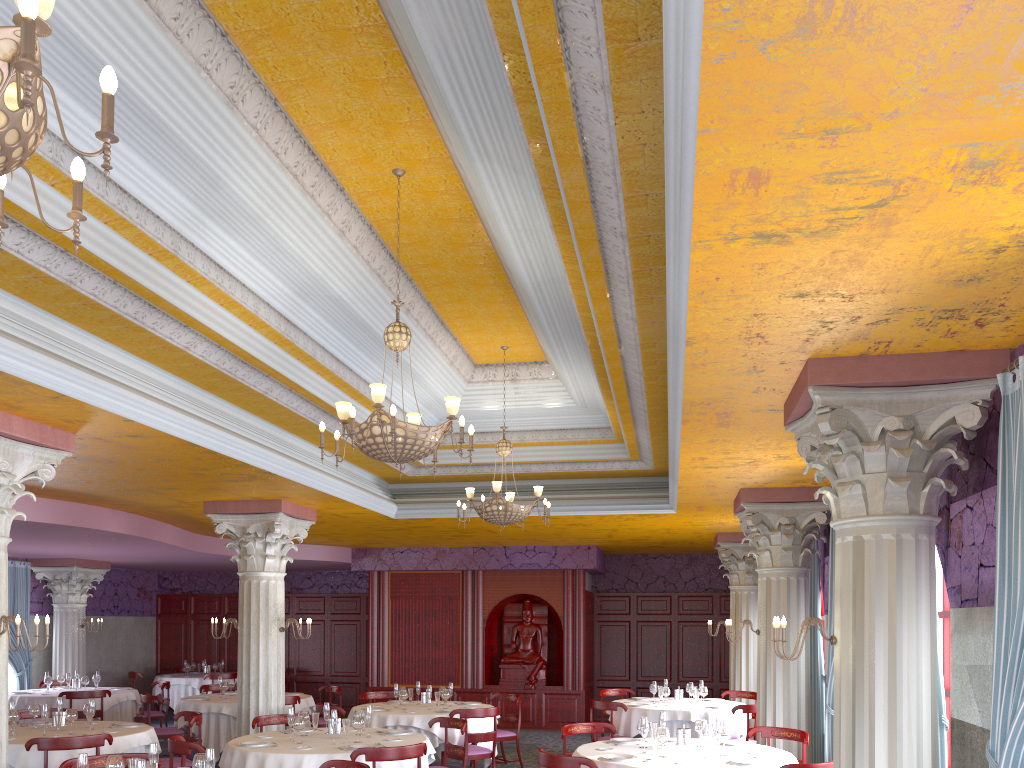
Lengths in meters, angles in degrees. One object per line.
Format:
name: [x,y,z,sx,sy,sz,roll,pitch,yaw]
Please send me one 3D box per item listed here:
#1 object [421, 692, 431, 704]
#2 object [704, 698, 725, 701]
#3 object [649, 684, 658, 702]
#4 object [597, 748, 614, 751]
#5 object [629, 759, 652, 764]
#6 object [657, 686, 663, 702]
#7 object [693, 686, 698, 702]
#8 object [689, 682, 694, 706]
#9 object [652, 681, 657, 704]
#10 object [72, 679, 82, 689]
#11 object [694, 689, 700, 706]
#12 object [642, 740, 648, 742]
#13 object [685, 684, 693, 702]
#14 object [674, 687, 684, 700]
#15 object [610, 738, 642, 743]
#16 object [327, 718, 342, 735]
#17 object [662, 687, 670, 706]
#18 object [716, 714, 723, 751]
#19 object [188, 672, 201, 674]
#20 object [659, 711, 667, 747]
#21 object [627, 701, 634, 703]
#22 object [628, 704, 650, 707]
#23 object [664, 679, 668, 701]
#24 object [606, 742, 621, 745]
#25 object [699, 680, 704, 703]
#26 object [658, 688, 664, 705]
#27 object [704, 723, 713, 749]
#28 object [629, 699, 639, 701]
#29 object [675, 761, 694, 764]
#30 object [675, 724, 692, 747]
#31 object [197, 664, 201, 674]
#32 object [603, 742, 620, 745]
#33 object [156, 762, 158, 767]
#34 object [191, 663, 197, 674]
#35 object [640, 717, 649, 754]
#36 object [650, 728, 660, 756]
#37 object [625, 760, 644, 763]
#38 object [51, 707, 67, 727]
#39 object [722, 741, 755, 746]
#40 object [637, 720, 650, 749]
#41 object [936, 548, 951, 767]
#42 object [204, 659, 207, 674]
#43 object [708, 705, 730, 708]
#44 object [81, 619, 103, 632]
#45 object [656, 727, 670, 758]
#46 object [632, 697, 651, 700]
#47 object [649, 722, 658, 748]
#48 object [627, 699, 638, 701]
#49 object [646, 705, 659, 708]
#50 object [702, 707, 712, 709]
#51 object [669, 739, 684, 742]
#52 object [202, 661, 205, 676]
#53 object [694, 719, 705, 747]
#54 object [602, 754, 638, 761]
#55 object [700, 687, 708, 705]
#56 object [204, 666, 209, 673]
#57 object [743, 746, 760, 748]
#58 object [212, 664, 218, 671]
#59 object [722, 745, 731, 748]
object: [-1.198,4.363,11.966,0.144,0.209,0.072,1,-2,-9]
object: [3.065,4.795,12.994,0.313,0.024,0.324,-3,-16,10]
object: [2.113,4.618,12.794,0.122,0.261,0.124,-1,-4,24]
object: [0.873,3.397,7.964,0.159,0.009,0.164,-3,-16,10]
object: [1.081,3.197,7.261,0.259,0.019,0.056,9,-17,-30]
object: [2.219,4.646,12.845,0.086,0.234,0.087,1,-2,-9]
object: [2.723,4.628,12.774,0.086,0.234,0.086,-1,-3,35]
object: [2.551,4.417,12.191,0.074,0.331,0.074,1,-2,-43]
object: [2.069,4.485,12.443,0.074,0.331,0.074,1,-2,-43]
object: [-7.324,5.023,14.412,0.144,0.209,0.072,1,-2,-9]
object: [2.652,4.487,12.270,0.086,0.234,0.087,1,-2,-9]
object: [1.289,3.564,8.567,0.028,0.013,0.238,9,-17,-33]
object: [2.672,4.644,12.880,0.122,0.261,0.124,0,-3,2]
object: [2.462,4.562,12.639,0.144,0.209,0.072,1,-2,-9]
object: [1.126,3.534,8.481,0.314,0.024,0.323,6,-16,-19]
object: [-1.803,3.454,8.703,0.144,0.209,0.072,1,-2,-9]
object: [2.200,4.463,12.235,0.122,0.261,0.124,1,-4,-21]
object: [1.931,3.240,7.968,0.074,0.331,0.074,0,-1,2]
object: [-7.188,6.546,19.414,0.313,0.024,0.324,3,-16,-9]
object: [1.448,3.309,8.220,0.074,0.331,0.074,1,-1,-21]
object: [1.745,4.708,12.669,0.160,0.009,0.163,-9,-18,29]
object: [1.806,4.548,12.119,0.313,0.024,0.324,-3,-16,10]
object: [2.320,4.620,12.925,0.074,0.331,0.074,1,-2,-43]
object: [1.003,3.510,8.357,0.022,0.003,0.259,10,-19,-33]
object: [2.803,4.552,12.673,0.074,0.331,0.074,1,-2,-43]
object: [2.148,4.506,12.341,0.086,0.234,0.087,1,-2,-9]
object: [1.851,3.317,8.069,0.086,0.234,0.086,-1,-3,35]
object: [1.876,4.821,13.062,0.022,0.003,0.259,10,-19,-33]
object: [1.452,3.187,7.203,0.161,0.009,0.162,13,-20,-38]
object: [1.590,3.251,7.934,0.144,0.209,0.072,1,-2,-9]
object: [-6.967,6.347,19.073,0.086,0.234,0.087,1,-2,-9]
object: [0.973,3.495,8.333,0.055,0.019,0.264,8,-17,-28]
object: [-2.361,2.615,5.693,0.144,0.209,0.072,1,-2,-9]
object: [-7.072,6.319,19.022,0.123,0.261,0.123,3,-5,-43]
object: [1.196,3.174,7.737,0.074,0.331,0.074,0,-1,24]
object: [1.276,3.194,7.635,0.086,0.234,0.086,-1,-3,35]
object: [1.057,3.214,7.292,0.256,0.003,0.022,11,-19,-35]
object: [-4.890,3.594,9.245,0.144,0.209,0.072,1,-2,-9]
object: [2.193,3.484,8.289,0.313,0.024,0.324,-3,-16,10]
object: [1.241,3.307,8.088,0.122,0.261,0.124,-1,-4,24]
object: [3.765,2.143,7.389,0.160,2.495,3.678,0,-11,11]
object: [-6.865,6.321,19.153,0.074,0.331,0.074,0,-1,2]
object: [2.873,4.498,11.927,0.313,0.024,0.324,-3,-16,10]
object: [-6.206,4.770,15.250,5.744,1.170,0.355,-12,-9,38]
object: [1.327,3.152,7.530,0.122,0.261,0.124,1,-4,-21]
object: [1.998,4.845,13.186,0.313,0.024,0.324,-3,-16,10]
object: [1.347,3.335,8.140,0.086,0.234,0.087,0,-2,13]
object: [1.845,4.806,13.039,0.055,0.019,0.264,8,-17,-28]
object: [1.953,4.508,11.967,0.259,0.019,0.056,9,-17,-30]
object: [2.709,4.479,11.841,0.028,0.013,0.238,9,-17,-33]
object: [1.634,3.560,8.542,0.161,0.009,0.162,-13,-20,39]
object: [-6.635,6.118,18.419,0.074,0.331,0.074,0,-1,2]
object: [1.800,3.333,8.175,0.122,0.261,0.124,0,-3,2]
object: [0.934,3.237,7.414,0.313,0.024,0.324,-3,-16,10]
object: [2.758,4.489,12.322,0.122,0.261,0.124,-1,-4,24]
object: [-6.723,6.264,18.867,0.144,0.209,0.072,1,-2,-9]
object: [2.279,3.445,8.125,0.235,0.013,0.028,11,-17,-34]
object: [-6.428,6.190,18.549,0.122,0.261,0.124,-1,-4,24]
object: [2.048,3.451,8.148,0.030,0.010,0.142,8,-17,-30]
